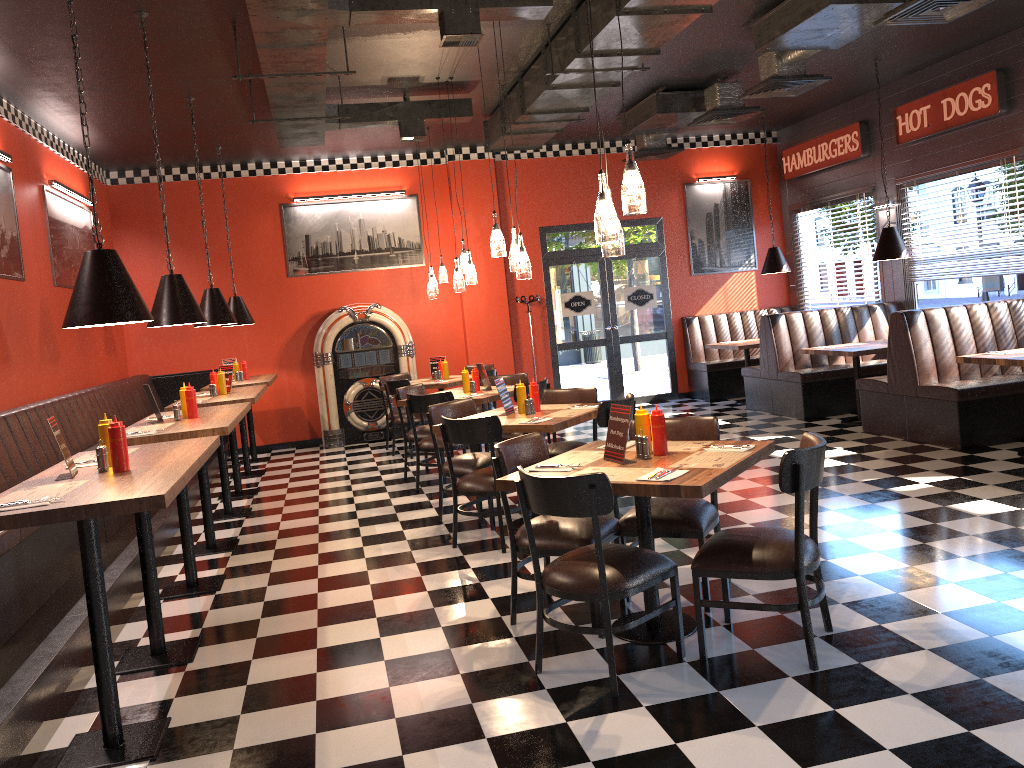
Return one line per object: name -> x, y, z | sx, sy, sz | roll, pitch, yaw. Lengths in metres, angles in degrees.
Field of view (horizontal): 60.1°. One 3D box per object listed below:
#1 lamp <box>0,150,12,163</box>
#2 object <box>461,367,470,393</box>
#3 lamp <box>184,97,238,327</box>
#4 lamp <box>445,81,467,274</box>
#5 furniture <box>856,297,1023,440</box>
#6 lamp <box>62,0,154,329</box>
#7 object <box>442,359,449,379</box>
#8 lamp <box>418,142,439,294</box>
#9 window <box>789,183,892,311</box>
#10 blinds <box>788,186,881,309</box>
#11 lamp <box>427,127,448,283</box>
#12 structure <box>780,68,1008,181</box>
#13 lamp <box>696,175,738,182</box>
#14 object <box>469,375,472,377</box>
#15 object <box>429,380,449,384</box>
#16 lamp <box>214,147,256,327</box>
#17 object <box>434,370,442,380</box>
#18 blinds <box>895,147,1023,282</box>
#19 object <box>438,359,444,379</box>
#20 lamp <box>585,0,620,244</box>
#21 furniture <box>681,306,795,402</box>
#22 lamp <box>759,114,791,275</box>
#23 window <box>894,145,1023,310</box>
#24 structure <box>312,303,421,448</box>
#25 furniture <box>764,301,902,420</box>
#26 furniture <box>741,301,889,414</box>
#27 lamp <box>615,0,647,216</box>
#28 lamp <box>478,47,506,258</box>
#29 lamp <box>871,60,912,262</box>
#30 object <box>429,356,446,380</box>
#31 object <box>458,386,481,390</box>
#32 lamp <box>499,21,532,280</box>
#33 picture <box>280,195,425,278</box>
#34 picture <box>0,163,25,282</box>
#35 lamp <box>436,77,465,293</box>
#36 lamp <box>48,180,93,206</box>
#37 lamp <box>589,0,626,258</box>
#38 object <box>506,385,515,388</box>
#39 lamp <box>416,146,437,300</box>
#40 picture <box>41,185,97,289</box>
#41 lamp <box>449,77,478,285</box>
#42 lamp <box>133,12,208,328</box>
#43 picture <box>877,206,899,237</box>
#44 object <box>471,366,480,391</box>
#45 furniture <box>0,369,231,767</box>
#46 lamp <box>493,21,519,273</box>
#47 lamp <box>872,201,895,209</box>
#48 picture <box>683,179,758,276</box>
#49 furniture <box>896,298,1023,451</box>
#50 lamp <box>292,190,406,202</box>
lamp -> -3.957, -1.780, 6.498 | 0.081, 0.056, 1.447 | -7, 5, -12
object -> -0.434, -0.041, 8.293 | 0.068, 0.237, 0.068 | -6, 3, -7
lamp -> -2.780, -1.545, 7.972 | 0.381, 2.040, 0.383 | -4, 3, 29
lamp -> -0.524, -2.007, 8.238 | 0.108, 1.962, 0.109 | -4, 3, 35
furniture -> 4.206, -0.192, 8.378 | 1.711, 1.152, 0.707 | -7, 3, -12
lamp -> -1.910, -1.281, 3.936 | 0.381, 2.040, 0.383 | -4, 3, 29
object -> -0.765, -0.175, 10.201 | 0.068, 0.237, 0.068 | -6, 3, -15
lamp -> -0.993, -2.013, 10.140 | 0.108, 1.962, 0.109 | -4, 3, 30
window -> 4.295, -1.632, 11.675 | 0.127, 1.710, 2.030 | -6, 4, -12
blinds -> 4.220, -1.643, 11.649 | 0.099, 1.631, 1.872 | -6, 4, -12
lamp -> -0.883, -2.140, 10.183 | 0.108, 1.962, 0.109 | -5, 3, 20
structure -> 5.028, -2.718, 7.003 | 0.120, 0.437, 11.281 | -6, 5, -12
lamp -> 2.895, -2.905, 12.532 | 0.611, 0.056, 0.081 | -7, 4, -12
object -> -0.445, -0.100, 10.254 | 0.255, 0.019, 0.158 | -2, 6, 33
object -> -0.789, -0.028, 9.819 | 0.157, 0.019, 0.256 | -2, 6, 36
lamp -> -3.251, -1.689, 10.163 | 0.381, 2.040, 0.383 | -4, 3, 29
object -> -0.855, -0.113, 10.198 | 0.094, 0.136, 0.047 | -6, 3, -12
blinds -> 4.703, -1.702, 9.300 | 0.100, 1.203, 1.872 | -6, 4, -12
object -> -0.820, -0.176, 10.277 | 0.068, 0.237, 0.068 | -6, 3, -15
lamp -> 0.329, -1.600, 3.881 | 0.109, 1.962, 0.108 | -7, 3, -25
furniture -> 3.349, -0.453, 12.357 | 1.711, 1.152, 0.707 | -7, 3, -12
lamp -> 3.322, -2.453, 11.443 | 0.381, 2.040, 0.383 | -4, 3, 37
window -> 4.797, -1.479, 9.341 | 0.127, 1.710, 2.030 | -6, 4, -12
structure -> -1.861, -0.151, 11.318 | 1.295, 1.765, 0.501 | -6, 3, -12
furniture -> 3.852, -0.300, 10.023 | 1.711, 1.152, 0.707 | -7, 3, -12
furniture -> 3.704, -0.345, 10.713 | 1.711, 1.152, 0.707 | -7, 3, -12
lamp -> 0.444, -1.721, 3.845 | 0.108, 1.962, 0.108 | -7, 3, -20
lamp -> -0.188, -1.856, 6.121 | 0.109, 1.962, 0.108 | -8, 3, -40
lamp -> 3.823, -2.300, 9.114 | 0.383, 2.040, 0.382 | -7, 3, -31
object -> -0.863, -0.189, 10.373 | 0.188, 0.256, 0.072 | -6, 3, -2
object -> -0.423, 0.037, 8.648 | 0.157, 0.019, 0.256 | -2, 6, 33
lamp -> -0.010, -1.696, 6.058 | 0.108, 1.962, 0.108 | -6, 2, 0
picture -> -2.053, -1.928, 11.514 | 1.771, 0.938, 0.023 | -7, 3, -12
picture -> -3.937, -1.266, 6.519 | 0.023, 0.937, 1.773 | -6, 4, -12
lamp -> -0.576, -1.816, 8.084 | 0.108, 1.962, 0.108 | -6, 2, 0
lamp -> -4.514, -1.949, 9.084 | 0.081, 0.056, 1.447 | -7, 5, -12
lamp -> 0.369, -1.555, 4.001 | 0.108, 1.962, 0.109 | -4, 3, 35
object -> 0.035, 0.019, 8.335 | 0.255, 0.019, 0.158 | -2, 6, 36
lamp -> -1.026, -1.960, 10.260 | 0.109, 1.962, 0.108 | -7, 3, -30
picture -> -4.494, -1.435, 9.101 | 0.023, 0.937, 1.773 | -6, 4, -12
lamp -> -0.466, -1.889, 8.121 | 0.109, 1.962, 0.108 | -7, 3, -30
lamp -> -2.318, -1.405, 5.830 | 0.381, 2.040, 0.383 | -4, 3, 29
picture -> 4.456, -1.817, 10.484 | 0.012, 0.536, 0.351 | -6, 3, -12
object -> -0.342, -0.052, 8.310 | 0.068, 0.237, 0.068 | -6, 3, -7
furniture -> -3.237, 0.683, 6.841 | 1.105, 1.147, 8.771 | -6, 5, -12
lamp -> -0.056, -1.761, 6.173 | 0.108, 1.962, 0.109 | -4, 3, 30
lamp -> 4.393, -2.113, 10.464 | 0.081, 0.056, 0.335 | -7, 5, -12
picture -> 2.972, -2.229, 12.594 | 1.024, 1.299, 0.016 | -6, 2, -12
furniture -> 4.355, -0.147, 7.688 | 1.711, 1.152, 0.707 | -7, 3, -12
lamp -> -2.098, -2.432, 11.465 | 1.445, 0.056, 0.081 | -7, 4, -12
